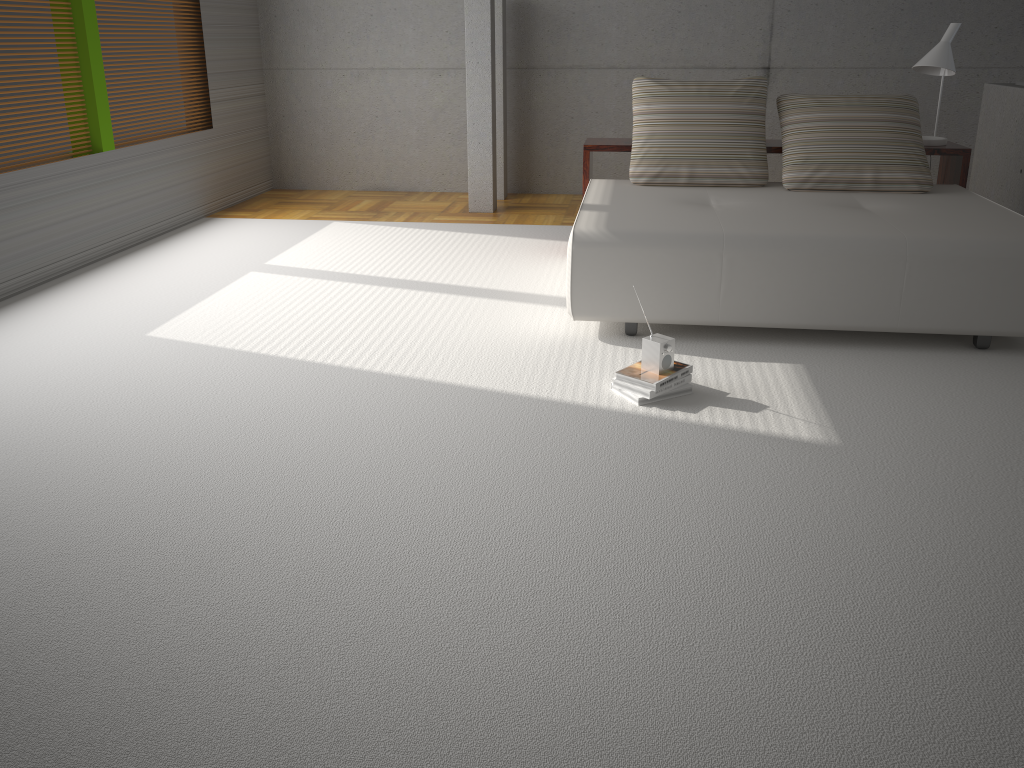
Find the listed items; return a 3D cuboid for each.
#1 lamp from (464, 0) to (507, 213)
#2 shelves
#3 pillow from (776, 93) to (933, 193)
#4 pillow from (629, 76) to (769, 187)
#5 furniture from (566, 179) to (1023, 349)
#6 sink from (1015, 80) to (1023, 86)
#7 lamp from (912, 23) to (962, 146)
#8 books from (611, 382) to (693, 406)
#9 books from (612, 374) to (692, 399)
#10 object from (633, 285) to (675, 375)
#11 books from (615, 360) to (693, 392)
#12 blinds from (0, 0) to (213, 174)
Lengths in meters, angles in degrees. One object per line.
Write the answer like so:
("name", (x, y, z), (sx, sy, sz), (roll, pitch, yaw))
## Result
("lamp", (-0.199, -2.315, 7.252), (0.200, 1.652, 0.816), (2, 19, 8))
("shelves", (1.582, -1.157, 5.571), (2.251, 0.699, 0.410), (3, 19, 8))
("pillow", (1.943, -1.383, 5.059), (0.807, 0.505, 0.592), (3, 20, 8))
("pillow", (1.103, -1.489, 5.209), (0.801, 0.596, 0.502), (2, 19, 7))
("furniture", (1.429, -0.698, 4.662), (2.169, 0.510, 1.652), (3, 21, 8))
("sink", (3.693, -1.875, 5.405), (0.766, 0.527, 1.744), (2, 21, 8))
("lamp", (2.536, -1.781, 5.259), (0.323, 0.684, 0.250), (-4, 18, -10))
("books", (0.556, 0.014, 3.514), (0.266, 0.031, 0.193), (-11, 24, -26))
("books", (0.555, -0.015, 3.504), (0.268, 0.031, 0.191), (-19, 28, -39))
("object", (0.536, -0.216, 3.399), (0.187, 0.358, 0.091), (-16, 24, -39))
("books", (0.563, -0.046, 3.495), (0.191, 0.031, 0.268), (18, 28, 39))
("blinds", (-2.696, -2.342, 5.405), (0.012, 1.997, 3.617), (2, 21, 8))
